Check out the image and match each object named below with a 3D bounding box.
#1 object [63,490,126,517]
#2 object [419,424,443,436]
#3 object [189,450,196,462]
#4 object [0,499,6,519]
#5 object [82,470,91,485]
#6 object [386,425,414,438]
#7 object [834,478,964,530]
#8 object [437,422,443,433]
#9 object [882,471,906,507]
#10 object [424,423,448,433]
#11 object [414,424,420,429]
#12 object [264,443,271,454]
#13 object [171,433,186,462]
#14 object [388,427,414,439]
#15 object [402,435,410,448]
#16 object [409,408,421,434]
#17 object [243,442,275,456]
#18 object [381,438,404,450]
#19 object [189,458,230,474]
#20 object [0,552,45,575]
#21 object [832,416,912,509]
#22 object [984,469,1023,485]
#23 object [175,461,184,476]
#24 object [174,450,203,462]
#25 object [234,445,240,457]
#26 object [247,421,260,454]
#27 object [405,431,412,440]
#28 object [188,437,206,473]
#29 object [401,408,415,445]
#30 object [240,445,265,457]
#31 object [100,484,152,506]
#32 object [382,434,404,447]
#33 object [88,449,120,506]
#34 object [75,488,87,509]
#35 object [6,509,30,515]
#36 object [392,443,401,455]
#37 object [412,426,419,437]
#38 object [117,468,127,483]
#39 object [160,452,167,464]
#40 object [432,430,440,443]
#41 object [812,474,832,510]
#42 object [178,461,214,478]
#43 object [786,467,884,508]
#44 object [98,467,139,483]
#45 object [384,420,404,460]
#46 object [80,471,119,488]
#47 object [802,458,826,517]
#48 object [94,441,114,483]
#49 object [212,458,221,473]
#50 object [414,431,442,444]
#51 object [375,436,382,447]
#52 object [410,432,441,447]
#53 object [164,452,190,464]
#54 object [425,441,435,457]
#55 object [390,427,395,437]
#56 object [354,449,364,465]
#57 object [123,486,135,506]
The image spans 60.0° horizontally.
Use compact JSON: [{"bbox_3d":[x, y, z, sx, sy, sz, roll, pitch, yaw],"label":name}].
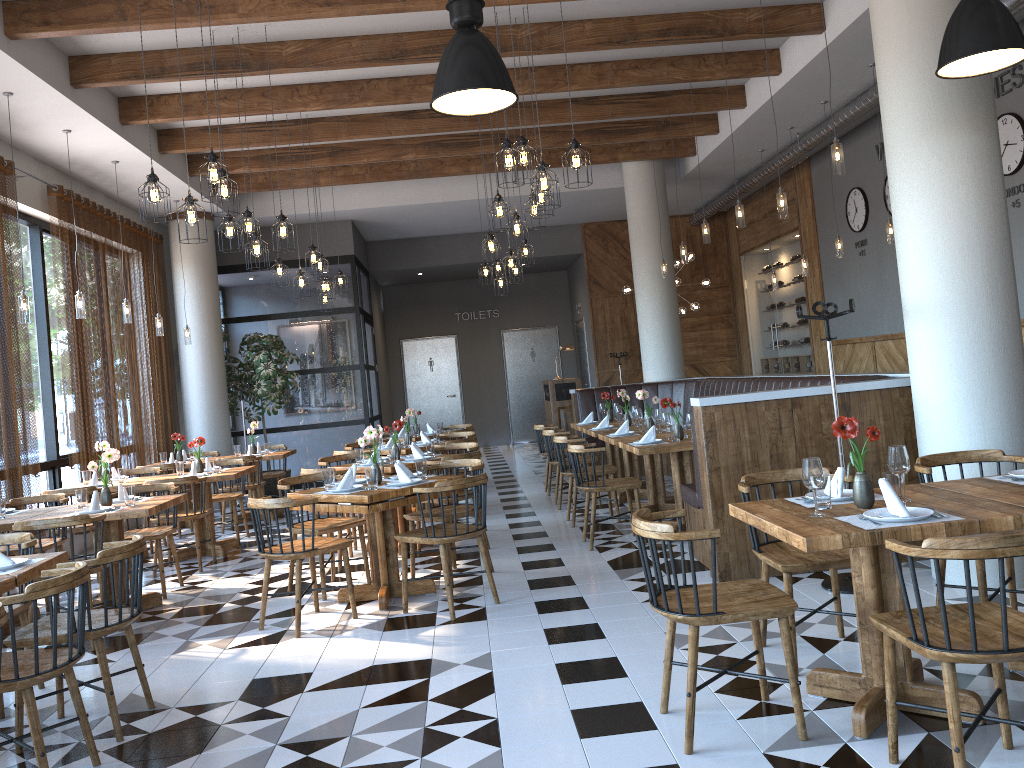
[{"bbox_3d":[-2.789,0.785,5.906,0.352,0.137,0.271,-5,0,-3],"label":"object"},{"bbox_3d":[-1.034,0.577,11.316,0.272,0.137,0.352,-6,0,42],"label":"object"},{"bbox_3d":[-3.747,0.846,10.403,0.080,0.132,0.080,-6,-1,12],"label":"object"},{"bbox_3d":[-3.496,0.854,6.049,0.080,0.132,0.080,-6,-1,22],"label":"object"},{"bbox_3d":[-4.027,0.888,8.393,0.080,0.132,0.080,-6,-2,32],"label":"object"},{"bbox_3d":[-1.439,0.613,11.666,0.272,0.137,0.352,-6,0,42],"label":"object"},{"bbox_3d":[1.362,0.409,3.153,0.352,0.137,0.271,-5,0,-3],"label":"object"},{"bbox_3d":[-0.931,0.568,11.517,0.080,0.132,0.080,-6,-1,22],"label":"object"},{"bbox_3d":[1.454,0.401,3.362,0.080,0.132,0.080,-6,-2,32],"label":"object"},{"bbox_3d":[-1.063,0.577,11.693,0.351,0.137,0.272,-5,0,42],"label":"object"},{"bbox_3d":[-1.260,0.597,11.793,0.080,0.132,0.080,-6,-1,22],"label":"object"},{"bbox_3d":[-2.884,0.763,10.456,0.080,0.132,0.080,-5,-1,-18],"label":"object"},{"bbox_3d":[-3.946,0.752,10.505,0.156,0.355,0.170,-5,-2,-27],"label":"object"},{"bbox_3d":[-1.411,0.613,11.290,0.351,0.137,0.272,-5,0,42],"label":"object"},{"bbox_3d":[-1.105,0.601,9.300,0.080,0.132,0.080,-6,-1,12],"label":"object"},{"bbox_3d":[-1.268,0.488,11.523,0.170,0.355,0.156,-7,-2,44],"label":"object"},{"bbox_3d":[-3.077,0.776,10.786,0.352,0.137,0.271,-5,0,-3],"label":"object"},{"bbox_3d":[-1.299,0.617,9.411,0.351,0.137,0.272,-5,0,42],"label":"object"},{"bbox_3d":[-2.952,0.781,8.629,0.352,0.137,0.271,-5,0,-3],"label":"object"},{"bbox_3d":[-2.291,0.753,3.939,0.272,0.137,0.351,-5,0,-3],"label":"object"},{"bbox_3d":[1.410,0.293,3.447,0.295,0.355,0.166,-5,-2,2],"label":"object"},{"bbox_3d":[2.225,0.322,3.732,0.352,0.137,0.271,-5,0,-3],"label":"object"},{"bbox_3d":[-3.164,0.805,8.446,0.080,0.132,0.080,-5,-1,-18],"label":"object"},{"bbox_3d":[-3.960,0.861,10.732,0.352,0.137,0.271,-5,0,-3],"label":"object"},{"bbox_3d":[-3.289,0.800,10.611,0.080,0.132,0.080,-5,-1,-18],"label":"object"},{"bbox_3d":[-3.062,0.645,10.534,0.146,0.400,0.206,-5,-2,-11],"label":"object"},{"bbox_3d":[-1.152,0.601,9.914,0.080,0.132,0.080,-6,-1,12],"label":"object"},{"bbox_3d":[-2.948,0.673,8.314,0.156,0.355,0.170,-5,-2,-24],"label":"object"},{"bbox_3d":[-1.117,0.466,9.608,0.146,0.400,0.206,-6,-2,8],"label":"object"},{"bbox_3d":[-3.040,0.777,10.255,0.352,0.137,0.271,-5,0,-3],"label":"object"},{"bbox_3d":[-2.826,0.785,6.437,0.352,0.137,0.271,-5,0,-3],"label":"object"},{"bbox_3d":[-1.327,0.616,9.788,0.272,0.137,0.352,-6,0,42],"label":"object"},{"bbox_3d":[-2.820,0.655,6.148,0.207,0.400,0.146,-4,-2,-39],"label":"object"},{"bbox_3d":[-3.037,0.809,6.257,0.080,0.132,0.080,-5,-1,-18],"label":"object"},{"bbox_3d":[-3.709,0.870,6.383,0.352,0.137,0.271,-5,0,-3],"label":"object"},{"bbox_3d":[-1.044,0.605,8.060,0.080,0.132,0.080,-5,-1,2],"label":"object"},{"bbox_3d":[-1.213,0.598,11.179,0.080,0.132,0.080,-6,-1,12],"label":"object"},{"bbox_3d":[-3.622,0.850,8.238,0.080,0.132,0.080,-6,-2,32],"label":"object"},{"bbox_3d":[-4.151,0.883,10.557,0.080,0.132,0.080,-6,-1,12],"label":"object"},{"bbox_3d":[-0.823,0.572,9.638,0.080,0.132,0.080,-6,-1,12],"label":"object"},{"bbox_3d":[1.214,0.424,3.473,0.080,0.132,0.080,-6,-2,27],"label":"object"},{"bbox_3d":[-2.916,0.781,8.098,0.352,0.137,0.271,-5,0,-3],"label":"object"},{"bbox_3d":[1.340,0.407,3.678,0.352,0.137,0.271,-5,0,-3],"label":"object"},{"bbox_3d":[-3.835,0.865,8.575,0.352,0.137,0.271,-5,0,-3],"label":"object"},{"bbox_3d":[-1.010,0.492,7.723,0.156,0.355,0.170,-4,-2,-38],"label":"object"},{"bbox_3d":[-3.799,0.866,8.044,0.352,0.137,0.271,-5,0,-3],"label":"object"},{"bbox_3d":[1.143,0.390,3.350,0.081,0.215,0.081,-4,-2,-40],"label":"object"},{"bbox_3d":[-3.824,0.734,8.346,0.206,0.401,0.146,-5,-2,0],"label":"object"},{"bbox_3d":[-2.759,0.767,8.291,0.080,0.132,0.080,-5,-1,-18],"label":"object"},{"bbox_3d":[-0.951,0.580,9.814,0.351,0.137,0.272,-5,0,42],"label":"object"},{"bbox_3d":[-1.438,0.631,9.588,0.080,0.132,0.080,-6,-1,12],"label":"object"},{"bbox_3d":[-0.923,0.580,9.437,0.272,0.137,0.352,-6,0,42],"label":"object"},{"bbox_3d":[-3.923,0.862,10.200,0.352,0.137,0.271,-5,0,-3],"label":"object"},{"bbox_3d":[-0.716,0.576,7.784,0.080,0.132,0.080,-5,-1,2],"label":"object"},{"bbox_3d":[-1.547,0.627,11.466,0.080,0.132,0.080,-5,-2,-28],"label":"object"},{"bbox_3d":[-1.331,0.635,7.733,0.080,0.132,0.080,-5,-1,2],"label":"object"},{"bbox_3d":[-2.633,0.772,6.102,0.080,0.132,0.080,-5,-1,-18],"label":"object"}]
